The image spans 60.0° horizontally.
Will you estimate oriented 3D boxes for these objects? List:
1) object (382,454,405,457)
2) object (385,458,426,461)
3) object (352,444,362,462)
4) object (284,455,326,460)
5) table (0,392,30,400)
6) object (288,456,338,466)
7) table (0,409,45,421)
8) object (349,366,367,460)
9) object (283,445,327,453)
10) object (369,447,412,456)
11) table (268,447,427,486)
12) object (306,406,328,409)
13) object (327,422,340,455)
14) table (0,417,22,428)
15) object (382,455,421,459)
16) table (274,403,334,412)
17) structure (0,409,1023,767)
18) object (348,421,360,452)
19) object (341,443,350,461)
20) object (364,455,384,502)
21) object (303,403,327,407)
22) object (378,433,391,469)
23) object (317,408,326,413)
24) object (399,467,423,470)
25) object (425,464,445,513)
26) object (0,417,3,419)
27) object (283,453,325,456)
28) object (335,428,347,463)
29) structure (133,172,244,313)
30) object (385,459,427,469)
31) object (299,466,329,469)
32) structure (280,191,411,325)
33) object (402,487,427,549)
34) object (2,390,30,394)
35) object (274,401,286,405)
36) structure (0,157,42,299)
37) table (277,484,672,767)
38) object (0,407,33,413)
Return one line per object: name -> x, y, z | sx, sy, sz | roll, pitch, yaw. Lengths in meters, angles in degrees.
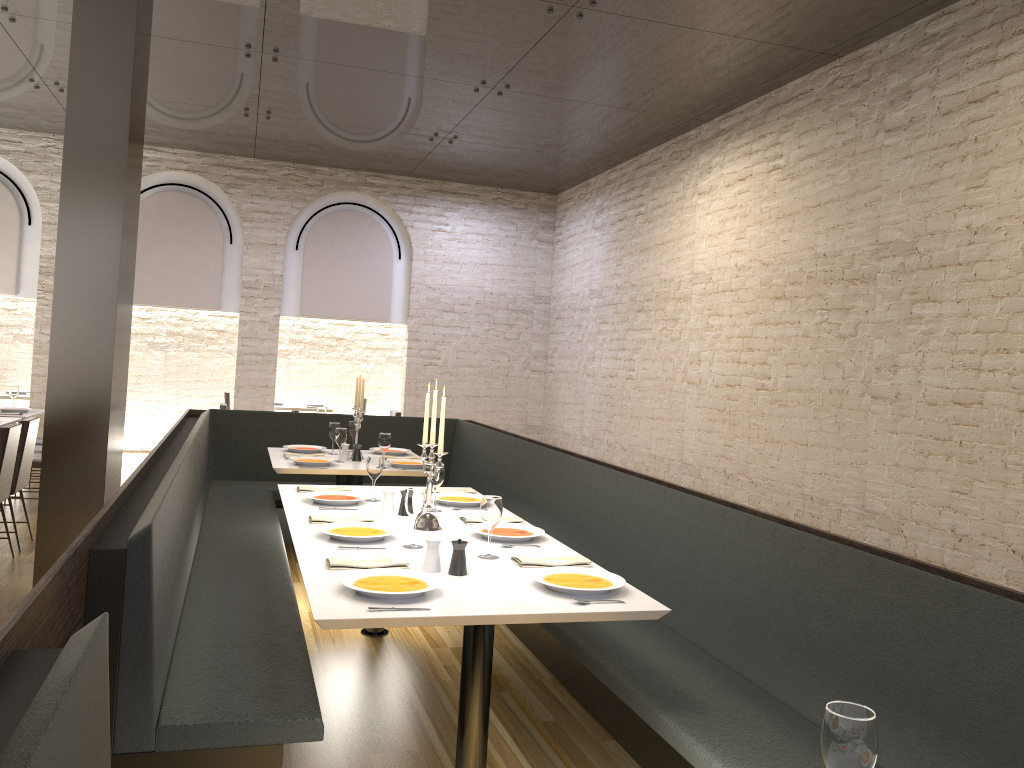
object -> -0.876, 0.531, 6.556 | 0.181, 0.015, 0.038 | 3, 1, -16
object -> -0.762, 0.543, 6.289 | 0.272, 0.033, 0.143 | 3, 1, -17
object -> -1.078, 0.478, 6.166 | 0.069, 0.127, 0.068 | 3, -1, 25
object -> -1.421, 0.508, 6.094 | 0.272, 0.033, 0.143 | 3, 1, -17
table -> -5.915, 0.514, 11.069 | 0.935, 0.760, 1.011 | 3, 0, -17
object -> -1.312, 0.513, 5.833 | 0.321, 0.036, 0.322 | 2, 2, -41
table -> -5.010, 0.631, 8.344 | 0.935, 0.760, 1.011 | 3, 0, -17
object -> -1.093, 0.202, 6.299 | 0.131, 0.657, 0.390 | 4, 0, -6
object -> -1.531, 0.484, 6.546 | 0.321, 0.036, 0.322 | 3, 1, -21
object -> -0.925, 0.516, 6.730 | 0.322, 0.036, 0.321 | 4, 1, 31
table -> -1.167, 0.908, 6.264 | 1.100, 0.760, 1.189 | 3, 1, -17
object -> -2.574, 0.310, 11.714 | 0.272, 0.033, 0.143 | 3, 1, -17
object -> -1.306, 0.400, 6.491 | 0.086, 0.231, 0.086 | 3, -1, 19
table -> -4.676, 0.676, 7.253 | 0.935, 0.760, 1.011 | 3, 0, -17
object -> -0.807, 0.537, 6.437 | 0.272, 0.033, 0.143 | 3, 1, -17
table -> -2.956, 0.670, 11.976 | 0.935, 0.760, 1.011 | 3, 0, -17
structure -> 0.069, 0.952, 2.322 | 2.370, 1.001, 10.753 | 3, 1, -17
object -> -1.202, 0.401, 6.719 | 0.086, 0.231, 0.086 | 3, -1, 43
object -> -1.162, 0.473, 6.165 | 0.069, 0.127, 0.068 | 3, -1, 25
object -> -0.704, 0.481, 4.524 | 0.086, 0.231, 0.086 | 3, -1, -5
object -> -2.678, 0.289, 12.058 | 0.322, 0.036, 0.321 | 4, 1, 18
object -> -0.844, 0.442, 5.856 | 0.086, 0.231, 0.086 | 3, -1, 19
object -> -1.757, 0.334, 8.156 | 0.086, 0.231, 0.086 | 3, -1, 13
object -> -0.657, 0.560, 5.842 | 0.181, 0.015, 0.038 | 3, 1, -16
object -> -0.375, 0.505, 4.323 | 0.086, 0.231, 0.086 | 3, -1, -5
object -> -4.398, 0.295, 7.336 | 0.322, 0.036, 0.321 | 4, 1, 20
object -> -1.466, 0.502, 6.242 | 0.272, 0.033, 0.143 | 3, 1, -17
object -> -1.173, 0.417, 6.056 | 0.086, 0.231, 0.086 | 3, -1, 19
structure -> -4.141, -1.766, 10.874 | 1.632, 1.676, 0.098 | 3, -1, -17
object -> -0.706, 0.546, 6.016 | 0.321, 0.036, 0.322 | 2, 2, -41
object -> -1.260, 0.531, 5.633 | 0.185, 0.010, 0.017 | 3, 1, -17
structure -> -2.119, -1.659, 11.494 | 1.632, 1.676, 0.098 | 3, -1, -17
object -> -0.381, 0.524, 3.472 | 0.086, 0.231, 0.086 | 4, -1, -17
object -> -6.151, 0.106, 10.997 | 0.322, 0.036, 0.321 | 4, 1, 18
object -> -3.191, 0.262, 11.903 | 0.322, 0.036, 0.321 | 4, 1, 18
structure -> -6.299, -1.880, 10.213 | 1.632, 1.676, 0.098 | 3, -1, -17
table -> -0.418, 1.009, 3.819 | 1.100, 0.760, 2.540 | 3, 1, -17
object -> -4.732, 0.250, 8.426 | 0.322, 0.036, 0.321 | 4, 1, 20
